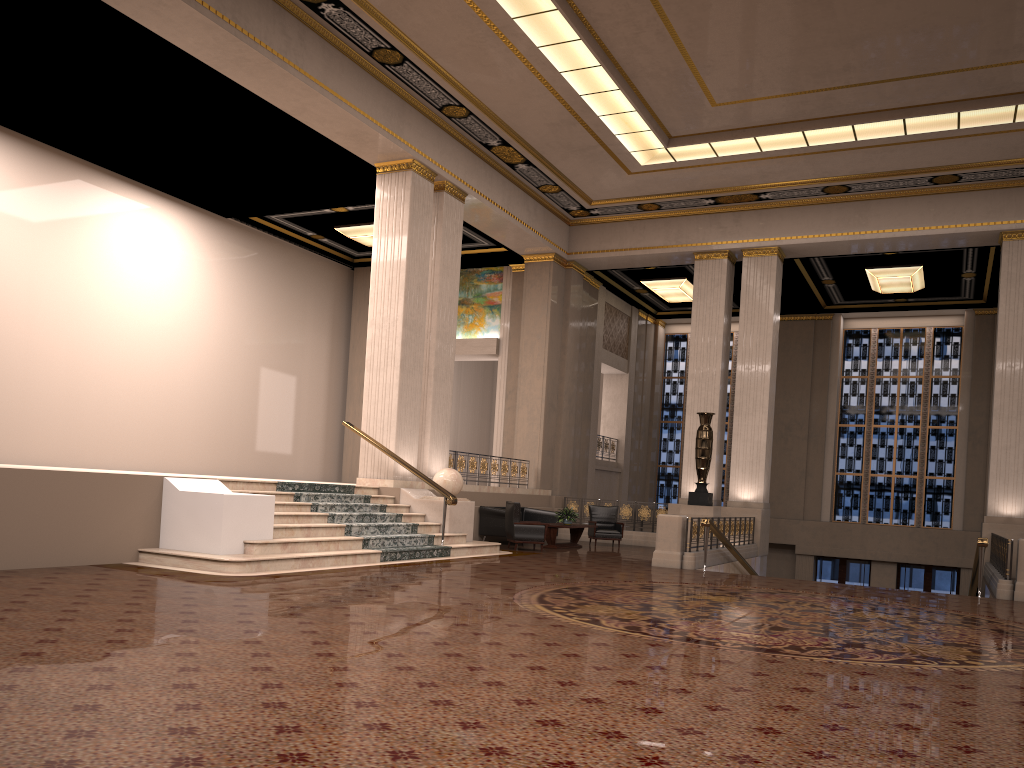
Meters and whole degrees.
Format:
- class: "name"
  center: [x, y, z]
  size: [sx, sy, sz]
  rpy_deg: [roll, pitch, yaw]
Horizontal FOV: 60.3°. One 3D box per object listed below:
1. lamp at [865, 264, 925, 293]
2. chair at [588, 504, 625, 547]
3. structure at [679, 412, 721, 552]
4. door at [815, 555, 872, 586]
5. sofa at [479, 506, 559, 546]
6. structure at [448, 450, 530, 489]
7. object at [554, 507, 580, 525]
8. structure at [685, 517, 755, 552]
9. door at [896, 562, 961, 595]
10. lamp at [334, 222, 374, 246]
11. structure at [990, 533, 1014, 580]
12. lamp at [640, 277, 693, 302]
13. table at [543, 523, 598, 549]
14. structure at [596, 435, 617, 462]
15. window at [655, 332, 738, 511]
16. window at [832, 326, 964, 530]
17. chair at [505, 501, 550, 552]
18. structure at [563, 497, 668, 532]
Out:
- class: "lamp"
  center: [8.889, -2.390, 20.399]
  size: [1.165, 0.213, 2.032]
  rpy_deg: [0, -8, 26]
- class: "chair"
  center: [1.947, 2.950, 18.367]
  size: [0.648, 0.843, 0.720]
  rpy_deg: [4, -3, -8]
- class: "structure"
  center: [3.751, 1.964, 17.375]
  size: [0.698, 2.786, 0.703]
  rpy_deg: [3, -1, 27]
- class: "door"
  center: [8.889, 6.029, 23.833]
  size: [1.488, 2.721, 0.155]
  rpy_deg: [3, -1, 27]
- class: "sofa"
  center: [0.178, 2.791, 17.372]
  size: [0.873, 0.704, 1.937]
  rpy_deg: [1, -6, 27]
- class: "structure"
  center: [-0.458, 1.755, 17.800]
  size: [0.032, 0.622, 3.722]
  rpy_deg: [3, -6, 27]
- class: "object"
  center: [1.053, 2.502, 16.813]
  size: [0.527, 0.375, 0.503]
  rpy_deg: [6, -5, -31]
- class: "structure"
  center: [3.805, 2.634, 15.644]
  size: [0.079, 0.535, 4.974]
  rpy_deg: [3, -6, 27]
- class: "door"
  center: [10.756, 6.029, 22.902]
  size: [1.488, 2.721, 0.155]
  rpy_deg: [3, -1, 27]
- class: "lamp"
  center: [-2.822, -3.238, 19.182]
  size: [1.713, 0.213, 1.177]
  rpy_deg: [0, -7, 27]
- class: "structure"
  center: [7.587, 2.634, 13.757]
  size: [0.079, 0.535, 4.974]
  rpy_deg: [3, -6, 26]
- class: "lamp"
  center: [4.189, -2.390, 22.744]
  size: [1.165, 0.213, 2.032]
  rpy_deg: [0, -8, 26]
- class: "table"
  center: [0.990, 2.924, 16.958]
  size: [0.837, 0.434, 1.486]
  rpy_deg: [1, -7, 27]
- class: "structure"
  center: [2.432, 1.725, 23.605]
  size: [0.031, 0.666, 2.171]
  rpy_deg: [3, -6, 27]
- class: "window"
  center: [5.819, 1.149, 26.064]
  size: [2.981, 5.353, 0.069]
  rpy_deg: [3, -1, 27]
- class: "window"
  center: [10.379, 1.148, 23.788]
  size: [2.981, 5.353, 0.069]
  rpy_deg: [3, -1, 27]
- class: "chair"
  center: [0.234, 2.509, 15.555]
  size: [0.718, 0.843, 0.649]
  rpy_deg: [4, -3, -13]
- class: "structure"
  center: [2.308, 2.913, 19.625]
  size: [2.531, 0.653, 0.032]
  rpy_deg: [0, -2, 27]
